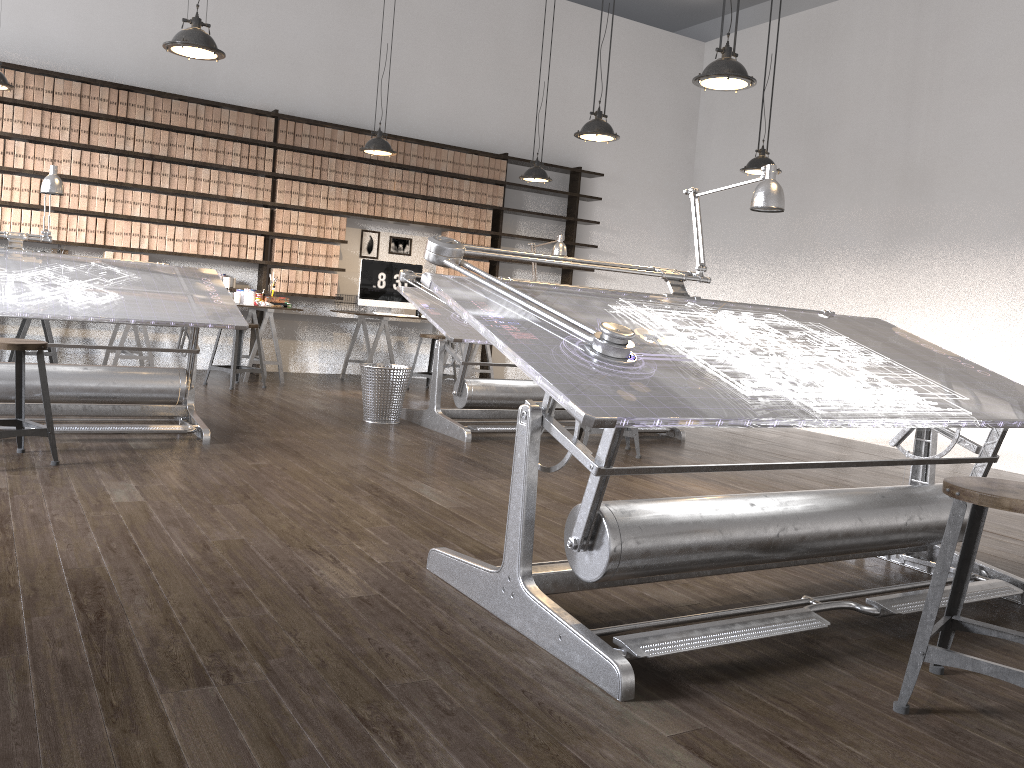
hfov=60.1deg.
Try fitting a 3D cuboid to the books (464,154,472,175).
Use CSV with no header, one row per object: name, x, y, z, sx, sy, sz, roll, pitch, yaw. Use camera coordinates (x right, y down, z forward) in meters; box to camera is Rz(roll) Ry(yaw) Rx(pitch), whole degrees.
books,-0.497,-2.295,9.298,0.066,0.225,0.175,3,3,-31

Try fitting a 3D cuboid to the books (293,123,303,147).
books,-2.043,-2.343,8.367,0.066,0.225,0.175,3,3,-31

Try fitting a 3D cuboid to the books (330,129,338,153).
books,-1.745,-2.334,8.545,0.066,0.225,0.175,3,3,-31

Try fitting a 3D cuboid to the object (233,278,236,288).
object,-2.592,-0.936,8.206,0.062,0.095,0.062,5,3,1

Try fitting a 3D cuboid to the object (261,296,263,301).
object,-2.303,-0.762,8.068,0.060,0.088,0.060,3,3,-27

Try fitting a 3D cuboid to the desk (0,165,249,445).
desk,-2.609,-0.461,4.477,2.277,1.384,1.080,2,4,-31

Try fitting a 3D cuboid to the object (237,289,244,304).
object,-2.463,-0.795,8.065,0.095,0.128,0.094,3,4,-35

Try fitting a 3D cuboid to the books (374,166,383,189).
books,-1.358,-2.045,8.803,0.066,0.225,0.175,3,3,-31

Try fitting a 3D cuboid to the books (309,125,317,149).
books,-1.921,-2.339,8.440,0.066,0.225,0.175,3,3,-31

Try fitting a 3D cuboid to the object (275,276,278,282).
object,-2.182,-0.893,8.097,0.071,0.186,0.008,5,2,11

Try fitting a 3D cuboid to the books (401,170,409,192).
books,-1.113,-2.037,8.945,0.067,0.225,0.175,3,3,-31

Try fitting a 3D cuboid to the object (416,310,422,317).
object,-0.928,-0.747,8.960,0.092,0.142,0.096,7,4,38

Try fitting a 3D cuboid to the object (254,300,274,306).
object,-2.201,-0.718,7.881,0.132,0.050,0.197,7,5,29

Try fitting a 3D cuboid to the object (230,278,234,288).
object,-2.590,-0.930,8.136,0.063,0.094,0.063,5,3,1

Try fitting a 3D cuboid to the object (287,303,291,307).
object,-2.037,-0.718,8.079,0.049,0.037,0.049,3,4,-28

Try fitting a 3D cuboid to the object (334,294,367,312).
object,-1.557,-0.779,8.563,0.284,0.160,0.204,1,5,-39

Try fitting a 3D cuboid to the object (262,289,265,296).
object,-2.276,-0.794,8.076,0.033,0.147,0.005,3,2,-32

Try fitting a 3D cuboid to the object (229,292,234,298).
object,-2.538,-0.779,7.962,0.062,0.093,0.063,5,3,10

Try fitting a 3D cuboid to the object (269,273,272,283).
object,-2.198,-0.906,8.089,0.055,0.213,0.007,4,2,-25

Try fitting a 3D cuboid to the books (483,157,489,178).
books,-0.320,-2.290,9.407,0.066,0.225,0.175,3,3,-31

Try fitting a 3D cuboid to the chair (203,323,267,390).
chair,-2.252,-0.234,7.250,0.359,0.527,0.371,7,3,32

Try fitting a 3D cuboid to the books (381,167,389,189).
books,-1.300,-2.044,8.841,0.066,0.225,0.175,3,3,-31

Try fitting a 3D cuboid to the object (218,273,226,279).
object,-2.702,-0.957,8.193,0.094,0.129,0.095,2,4,-44

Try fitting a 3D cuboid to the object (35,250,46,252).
object,-3.969,-1.025,7.444,0.079,0.188,0.079,7,3,38

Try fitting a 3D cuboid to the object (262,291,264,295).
object,-2.281,-0.794,8.067,0.040,0.130,0.005,3,2,-33

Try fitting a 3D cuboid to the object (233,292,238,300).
object,-2.501,-0.780,8.006,0.045,0.101,0.044,3,3,-31

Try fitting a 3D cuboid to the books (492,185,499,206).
books,-0.220,-2.010,9.491,0.066,0.225,0.175,3,3,-31

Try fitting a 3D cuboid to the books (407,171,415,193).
books,-1.061,-2.036,8.982,0.066,0.225,0.175,3,3,-31

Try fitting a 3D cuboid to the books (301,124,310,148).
books,-1.980,-2.341,8.400,0.066,0.225,0.175,3,3,-31

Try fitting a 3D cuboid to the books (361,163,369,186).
books,-1.479,-2.049,8.728,0.066,0.225,0.175,3,3,-31

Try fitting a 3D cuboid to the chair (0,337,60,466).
chair,-2.157,0.078,3.747,0.373,0.527,0.358,7,4,37

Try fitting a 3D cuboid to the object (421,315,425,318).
object,-0.850,-0.661,8.647,0.059,0.028,0.106,2,6,-35

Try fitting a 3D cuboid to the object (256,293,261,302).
object,-2.290,-0.767,7.999,0.049,0.111,0.049,3,3,-28

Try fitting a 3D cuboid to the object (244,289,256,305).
object,-2.366,-0.787,7.998,0.105,0.141,0.104,3,3,-24

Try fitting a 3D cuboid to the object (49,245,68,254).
object,-3.803,-1.060,7.449,0.157,0.271,0.181,7,4,43

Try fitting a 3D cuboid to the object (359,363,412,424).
object,-0.857,0.066,5.913,0.353,0.377,0.354,4,3,-10

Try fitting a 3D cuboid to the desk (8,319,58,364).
desk,-4.250,-0.431,6.748,1.666,0.668,0.658,2,4,-31

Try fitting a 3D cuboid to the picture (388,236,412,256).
picture,-1.158,-1.428,9.169,0.251,0.183,0.023,2,3,-31

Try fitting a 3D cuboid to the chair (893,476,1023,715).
chair,1.131,0.503,2.017,0.373,0.527,0.358,7,4,37

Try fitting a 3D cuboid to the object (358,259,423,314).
object,-1.205,-0.938,8.690,0.642,0.517,0.205,2,3,-31

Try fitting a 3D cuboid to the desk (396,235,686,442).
desk,0.255,-0.373,6.211,2.066,1.384,1.080,2,4,-31

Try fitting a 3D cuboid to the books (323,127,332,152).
books,-1.800,-2.335,8.506,0.067,0.225,0.175,3,3,-31

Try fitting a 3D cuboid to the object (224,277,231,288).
object,-2.597,-0.925,8.069,0.062,0.095,0.062,5,3,1

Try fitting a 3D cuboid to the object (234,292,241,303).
object,-2.469,-0.773,7.953,0.062,0.094,0.062,6,3,19

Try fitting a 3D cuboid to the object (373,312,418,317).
object,-1.109,-0.660,8.474,0.438,0.017,0.119,1,6,-36

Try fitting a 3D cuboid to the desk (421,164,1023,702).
desk,0.770,-0.034,2.807,2.066,1.384,1.080,2,4,-31

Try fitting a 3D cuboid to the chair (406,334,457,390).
chair,-0.717,-0.190,8.209,0.372,0.527,0.358,6,3,27

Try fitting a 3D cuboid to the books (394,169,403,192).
books,-1.174,-2.039,8.908,0.066,0.225,0.175,3,3,-31

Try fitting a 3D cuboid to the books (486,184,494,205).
books,-0.275,-2.011,9.453,0.067,0.225,0.175,3,3,-31

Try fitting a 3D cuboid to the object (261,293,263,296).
object,-2.292,-0.793,8.087,0.040,0.124,0.005,3,3,-35

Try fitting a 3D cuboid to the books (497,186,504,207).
books,-0.166,-2.008,9.522,0.066,0.225,0.175,3,3,-31

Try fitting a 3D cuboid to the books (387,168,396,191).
books,-1.238,-2.042,8.874,0.066,0.225,0.175,3,3,-31

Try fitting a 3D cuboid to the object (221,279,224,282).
object,-2.673,-0.925,8.113,0.054,0.081,0.054,2,4,-41

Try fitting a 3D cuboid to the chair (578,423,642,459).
chair,0.600,0.162,5.425,0.371,0.527,0.359,5,3,-3

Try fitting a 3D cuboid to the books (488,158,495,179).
books,-0.257,-2.288,9.446,0.066,0.225,0.175,3,3,-31

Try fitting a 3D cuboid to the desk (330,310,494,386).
desk,-0.914,-0.328,8.768,1.666,0.668,0.658,2,4,-31

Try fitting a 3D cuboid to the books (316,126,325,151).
books,-1.861,-2.337,8.476,0.066,0.225,0.175,3,3,-31

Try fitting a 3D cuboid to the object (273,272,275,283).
object,-2.188,-0.915,8.111,0.007,0.228,0.020,5,2,0

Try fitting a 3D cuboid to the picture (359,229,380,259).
picture,-1.447,-1.417,8.998,0.201,0.284,0.022,3,3,-32

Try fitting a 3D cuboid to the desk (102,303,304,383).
desk,-2.743,-0.384,7.661,1.666,0.668,0.658,2,4,-31
